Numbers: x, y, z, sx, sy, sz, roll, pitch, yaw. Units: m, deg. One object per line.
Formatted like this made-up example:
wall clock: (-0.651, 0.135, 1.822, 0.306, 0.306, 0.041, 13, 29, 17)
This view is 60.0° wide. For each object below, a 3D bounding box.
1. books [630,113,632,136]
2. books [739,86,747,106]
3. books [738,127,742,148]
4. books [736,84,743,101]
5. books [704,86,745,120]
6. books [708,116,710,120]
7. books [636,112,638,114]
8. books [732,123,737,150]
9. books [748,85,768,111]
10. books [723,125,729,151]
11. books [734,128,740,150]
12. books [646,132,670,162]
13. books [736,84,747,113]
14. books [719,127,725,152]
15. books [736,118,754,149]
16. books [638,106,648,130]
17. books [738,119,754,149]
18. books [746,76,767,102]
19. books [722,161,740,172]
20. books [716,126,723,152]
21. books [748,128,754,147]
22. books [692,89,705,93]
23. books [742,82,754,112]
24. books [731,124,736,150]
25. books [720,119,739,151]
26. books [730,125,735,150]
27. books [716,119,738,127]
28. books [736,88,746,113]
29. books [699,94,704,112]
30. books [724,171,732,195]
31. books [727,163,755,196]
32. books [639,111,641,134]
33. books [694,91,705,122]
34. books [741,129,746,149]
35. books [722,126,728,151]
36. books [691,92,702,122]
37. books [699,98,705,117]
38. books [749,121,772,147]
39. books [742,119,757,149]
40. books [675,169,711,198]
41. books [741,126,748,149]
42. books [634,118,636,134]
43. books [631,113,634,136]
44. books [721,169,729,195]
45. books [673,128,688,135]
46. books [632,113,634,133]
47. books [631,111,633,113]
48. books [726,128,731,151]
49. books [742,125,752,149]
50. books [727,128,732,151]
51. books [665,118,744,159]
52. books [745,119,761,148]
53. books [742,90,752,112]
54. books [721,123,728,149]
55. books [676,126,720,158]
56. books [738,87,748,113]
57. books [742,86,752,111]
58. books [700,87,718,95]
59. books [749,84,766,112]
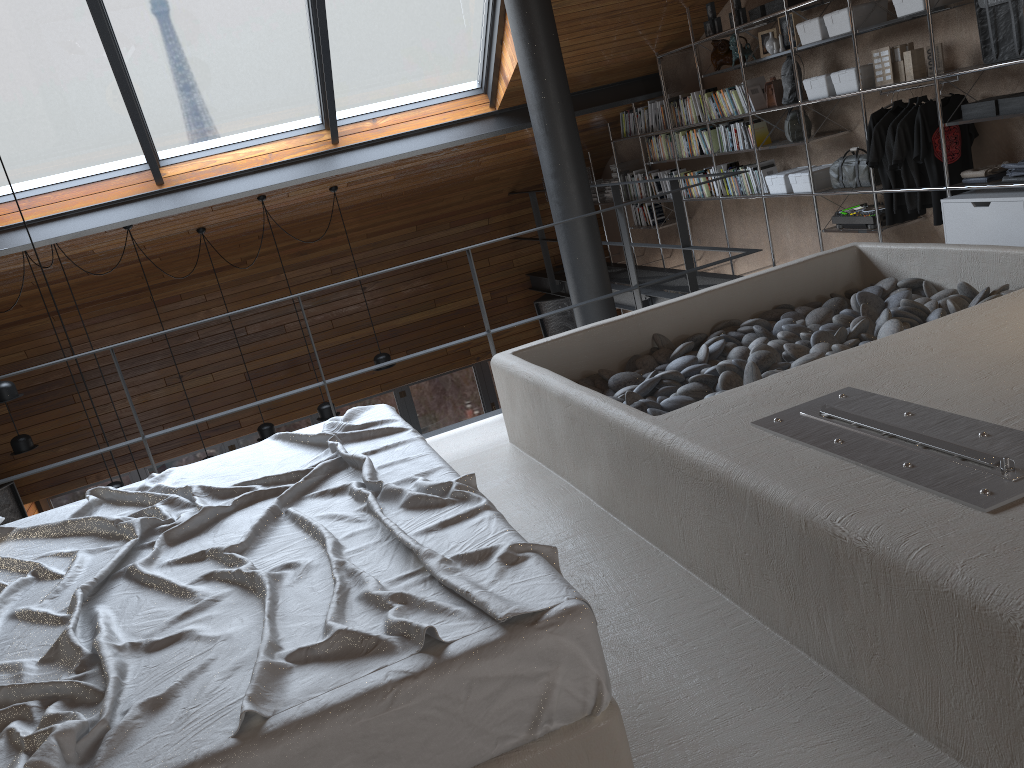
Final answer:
books: (1.126, -2.349, 7.993, 0.127, 0.197, 0.063, -18, 15, -15)
books: (1.709, -2.040, 6.316, 0.127, 0.192, 0.079, -18, 15, -15)
books: (1.742, -1.829, 6.531, 0.148, 0.167, 0.014, -18, 15, -16)
books: (1.716, -2.060, 6.351, 0.170, 0.209, 0.082, -18, 15, -16)
books: (1.604, -2.087, 6.573, 0.139, 0.206, 0.498, -18, 15, -16)
books: (1.548, -2.135, 6.802, 0.137, 0.201, 0.047, -18, 15, -16)
books: (1.160, -2.323, 7.866, 0.111, 0.194, 0.059, -18, 15, -15)
books: (1.713, -1.846, 6.574, 0.148, 0.190, 0.013, -18, 15, -15)
books: (1.726, -2.013, 6.245, 0.112, 0.169, 0.068, -18, 15, -15)
books: (1.682, -1.869, 6.692, 0.161, 0.187, 0.021, -18, 15, -15)
books: (1.719, -1.829, 6.563, 0.143, 0.161, 0.019, -18, 15, -15)
books: (1.302, -2.055, 7.679, 0.130, 0.216, 0.311, -18, 15, -16)
books: (1.712, -2.061, 6.360, 0.164, 0.209, 0.084, -18, 15, -16)
books: (1.666, -1.882, 6.755, 0.169, 0.189, 0.018, -18, 15, -15)
books: (1.732, -1.845, 6.543, 0.146, 0.195, 0.023, -18, 15, -15)
books: (1.172, -2.329, 7.821, 0.122, 0.227, 0.076, -18, 15, -15)
books: (1.740, -1.836, 6.514, 0.148, 0.190, 0.013, -18, 15, -15)
books: (1.745, -2.060, 6.271, 0.177, 0.208, 0.082, -18, 15, -16)
books: (1.716, -1.594, 6.859, 0.148, 0.232, 0.053, -18, 15, -15)
books: (1.641, -1.883, 6.776, 0.148, 0.190, 0.013, -18, 15, -15)
books: (1.779, -1.789, 6.390, 0.131, 0.147, 0.045, -18, 15, -15)
books: (1.492, -2.174, 6.930, 0.143, 0.236, 0.062, -18, 15, -16)
books: (1.734, -2.046, 6.276, 0.161, 0.215, 0.092, -18, 15, -15)
books: (1.704, -1.846, 6.585, 0.148, 0.190, 0.013, -18, 15, -15)
books: (1.680, -1.893, 6.744, 0.191, 0.207, 0.012, -18, 15, -15)
books: (1.701, -1.852, 6.612, 0.129, 0.188, 0.010, -18, 15, -15)
books: (1.670, -1.904, 6.795, 0.207, 0.207, 0.010, -18, 15, -15)
books: (1.695, -2.050, 6.366, 0.127, 0.192, 0.079, -18, 15, -15)
books: (1.534, -2.143, 6.838, 0.149, 0.205, 0.049, -18, 15, -16)
books: (1.722, -1.571, 6.833, 0.137, 0.201, 0.047, -18, 15, -16)
books: (1.762, -1.548, 6.714, 0.136, 0.210, 0.273, -18, 15, -15)
books: (1.172, -2.311, 7.814, 0.111, 0.194, 0.059, -18, 15, -15)
books: (1.502, -2.154, 6.852, 0.148, 0.232, 0.053, -18, 15, -15)
books: (1.748, -1.808, 6.494, 0.128, 0.143, 0.009, -18, 15, -15)
books: (1.673, -1.875, 6.719, 0.148, 0.190, 0.013, -18, 15, -15)
books: (1.486, -2.162, 6.897, 0.148, 0.232, 0.053, -18, 15, -15)
books: (1.528, -2.132, 6.848, 0.131, 0.180, 0.042, -18, 15, -16)
books: (1.784, -1.795, 6.375, 0.129, 0.165, 0.056, -18, 15, -15)
books: (1.750, -1.829, 6.480, 0.129, 0.188, 0.010, -18, 15, -15)
books: (1.530, -1.654, 7.316, 0.139, 0.211, 0.467, -18, 15, -16)
books: (1.747, -1.808, 6.454, 0.130, 0.166, 0.046, -18, 15, -15)
books: (1.153, -2.338, 7.916, 0.125, 0.204, 0.072, -18, 15, -15)
books: (1.129, -2.339, 7.952, 0.127, 0.197, 0.063, -18, 15, -15)
books: (1.708, -1.580, 6.869, 0.149, 0.205, 0.049, -18, 15, -16)
books: (1.424, -2.016, 7.415, 0.143, 0.218, 0.020, -18, 15, -15)
books: (1.140, -2.339, 7.943, 0.127, 0.197, 0.063, -18, 15, -15)
books: (1.157, -2.359, 7.966, 0.177, 0.214, 0.064, -18, 15, -15)
books: (1.677, -1.849, 6.667, 0.130, 0.169, 0.010, -18, 15, -15)
books: (1.758, -1.808, 6.443, 0.148, 0.167, 0.053, -18, 15, -15)
books: (1.692, -1.853, 6.657, 0.146, 0.171, 0.018, -18, 15, -15)
books: (1.519, -1.950, 7.096, 0.139, 0.211, 1.041, -18, 15, -15)
books: (1.761, -1.808, 6.399, 0.129, 0.186, 0.050, -18, 15, -15)
books: (1.713, -2.022, 6.302, 0.119, 0.166, 0.072, -18, 15, -15)
books: (1.689, -1.890, 6.735, 0.192, 0.204, 0.012, -18, 15, -15)
books: (1.509, -1.936, 7.071, 0.139, 0.208, 0.494, -18, 15, -16)
books: (1.698, -2.039, 6.325, 0.127, 0.192, 0.079, -18, 15, -15)
books: (1.721, -2.038, 6.290, 0.125, 0.200, 0.088, -18, 15, -15)
books: (1.542, -2.157, 6.827, 0.148, 0.232, 0.053, -18, 15, -15)
books: (1.727, -2.020, 6.256, 0.117, 0.176, 0.074, -18, 15, -15)
